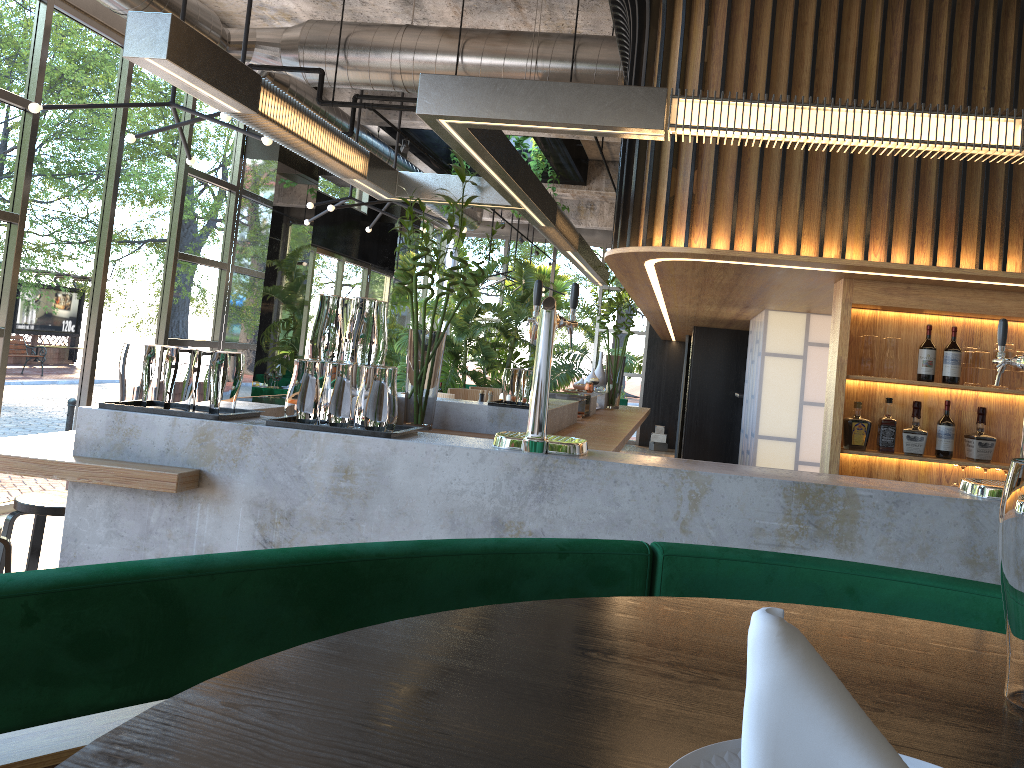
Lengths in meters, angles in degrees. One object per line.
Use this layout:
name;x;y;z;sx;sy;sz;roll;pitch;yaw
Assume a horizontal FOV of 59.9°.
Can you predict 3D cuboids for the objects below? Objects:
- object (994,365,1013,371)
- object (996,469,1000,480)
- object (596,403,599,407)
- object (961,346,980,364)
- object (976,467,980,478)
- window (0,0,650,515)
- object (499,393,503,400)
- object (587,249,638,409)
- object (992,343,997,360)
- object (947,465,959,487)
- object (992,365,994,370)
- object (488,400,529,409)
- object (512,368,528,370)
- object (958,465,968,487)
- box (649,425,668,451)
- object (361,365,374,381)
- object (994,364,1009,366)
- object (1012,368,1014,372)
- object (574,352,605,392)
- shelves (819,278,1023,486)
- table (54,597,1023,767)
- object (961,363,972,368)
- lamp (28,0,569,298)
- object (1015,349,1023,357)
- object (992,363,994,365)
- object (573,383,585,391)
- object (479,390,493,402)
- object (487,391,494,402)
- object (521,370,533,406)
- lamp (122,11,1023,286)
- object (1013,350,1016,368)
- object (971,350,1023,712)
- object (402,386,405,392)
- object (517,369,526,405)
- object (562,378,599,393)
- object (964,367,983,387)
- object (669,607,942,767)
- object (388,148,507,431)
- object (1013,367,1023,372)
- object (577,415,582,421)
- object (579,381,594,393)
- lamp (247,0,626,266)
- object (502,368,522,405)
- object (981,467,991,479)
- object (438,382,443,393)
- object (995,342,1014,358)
object;1.290;0.075;1.621;0.103;0.502;6.242;4;1;22
object;2.498;0.546;4.578;0.095;0.246;0.089;6;-3;-20
object;0.750;0.195;8.368;0.140;0.057;0.068;6;0;26
object;2.385;-0.149;4.614;0.085;0.092;0.093;5;-1;44
object;2.401;0.537;4.588;0.095;0.246;0.089;6;-3;-20
window;-1.285;-2.131;7.273;4.096;6.504;20.562;5;1;11
object;-0.039;0.145;6.110;0.110;0.172;0.137;5;-1;3
object;1.016;-0.536;8.719;0.609;1.554;0.643;8;-3;-43
object;2.524;-0.163;4.571;0.088;0.092;0.089;5;-1;4
object;2.293;0.527;4.599;0.095;0.246;0.089;6;-3;-20
object;2.519;-0.115;4.568;0.089;0.092;0.088;5;-1;-2
object;0.040;0.117;4.980;0.270;0.019;0.442;6;2;10
object;0.037;0.017;5.104;0.110;0.210;0.101;7;-3;-37
object;2.271;0.528;4.484;0.089;0.246;0.096;4;-3;37
box;2.670;0.982;16.112;0.333;0.443;0.278;5;-2;-3
object;-0.819;-0.075;5.078;0.122;0.235;0.207;6;-1;-22
object;2.481;-0.138;4.477;0.087;0.092;0.090;5;-1;12
object;2.639;-0.105;4.594;0.090;0.092;0.087;5;-1;-8
object;0.814;-0.126;8.731;0.329;0.398;0.306;6;-1;-33
shelves;2.162;0.511;4.552;1.100;2.063;0.282;5;-3;6
table;0.244;0.646;0.472;1.111;0.752;1.087;5;0;-6
object;2.383;-0.129;4.613;0.087;0.092;0.090;5;-1;12
lamp;0.080;-2.288;7.392;5.032;1.826;19.090;6;2;11
object;2.589;-0.126;4.490;0.087;0.092;0.090;5;-1;12
object;2.521;-0.137;4.570;0.089;0.092;0.088;5;-1;-2
object;0.687;0.031;8.489;0.187;0.073;0.233;6;2;29
object;-0.156;0.143;5.212;0.067;0.215;0.170;4;-2;34
object;-0.133;0.145;5.283;0.072;0.211;0.068;7;-3;-24
object;0.100;0.031;4.854;0.110;0.210;0.101;7;-3;-37
lamp;1.652;-1.957;6.225;4.956;2.136;6.766;5;1;3
object;2.641;-0.125;4.596;0.088;0.092;0.089;5;-1;5
object;1.423;0.053;2.639;0.102;0.503;4.281;4;1;27
object;-1.354;0.133;11.334;0.101;0.210;0.110;3;-3;43
object;0.076;0.024;4.978;0.101;0.210;0.110;3;-3;43
object;0.593;0.012;7.867;0.207;0.135;0.818;5;2;17
object;2.341;-0.036;4.511;0.089;0.092;0.088;5;-1;-1
object;0.198;0.199;0.487;0.224;0.139;0.241;6;1;31
object;-0.396;-0.534;4.712;0.661;1.554;0.593;5;-3;14
object;1.256;0.094;0.934;0.103;0.502;7.648;4;1;20
object;0.367;0.237;6.549;0.286;0.037;0.311;7;2;37
object;0.676;0.026;8.116;0.160;0.107;0.086;5;-1;-36
lamp;-0.062;-2.606;11.774;3.754;1.533;10.116;5;2;8
object;-0.004;0.020;4.877;0.110;0.210;0.101;7;-3;-37
object;2.379;0.539;4.472;0.089;0.246;0.096;4;-3;37
object;-0.925;0.125;11.393;0.066;0.300;0.070;4;-3;25
object;2.484;-0.164;4.478;0.087;0.092;0.090;5;-1;12
